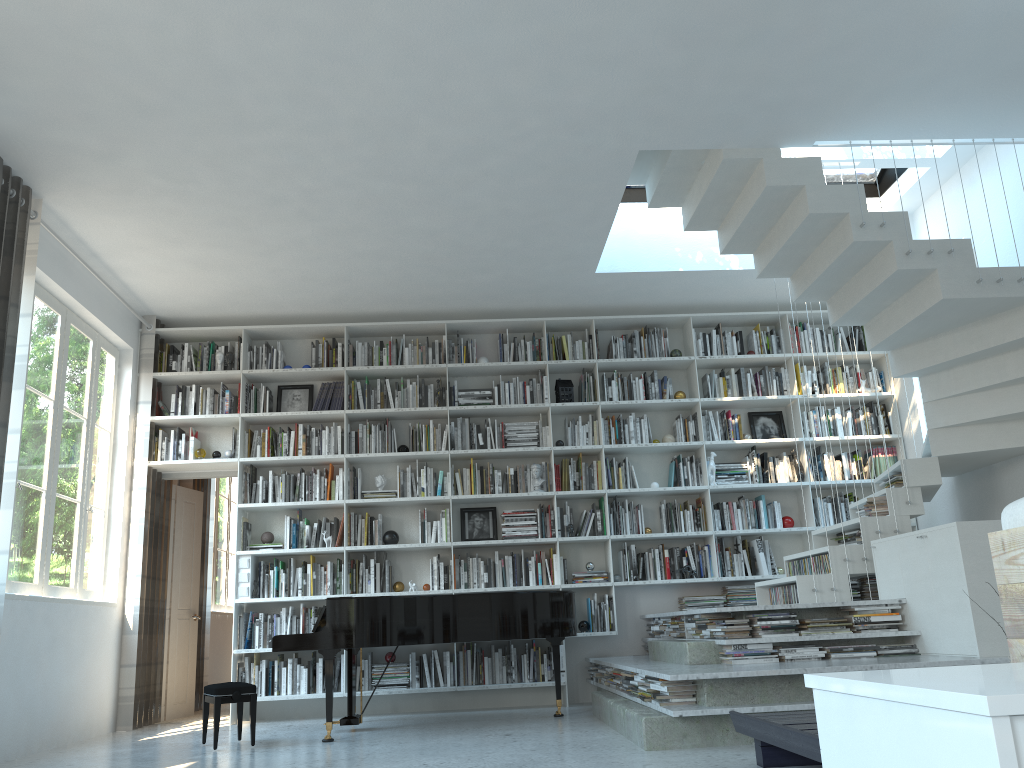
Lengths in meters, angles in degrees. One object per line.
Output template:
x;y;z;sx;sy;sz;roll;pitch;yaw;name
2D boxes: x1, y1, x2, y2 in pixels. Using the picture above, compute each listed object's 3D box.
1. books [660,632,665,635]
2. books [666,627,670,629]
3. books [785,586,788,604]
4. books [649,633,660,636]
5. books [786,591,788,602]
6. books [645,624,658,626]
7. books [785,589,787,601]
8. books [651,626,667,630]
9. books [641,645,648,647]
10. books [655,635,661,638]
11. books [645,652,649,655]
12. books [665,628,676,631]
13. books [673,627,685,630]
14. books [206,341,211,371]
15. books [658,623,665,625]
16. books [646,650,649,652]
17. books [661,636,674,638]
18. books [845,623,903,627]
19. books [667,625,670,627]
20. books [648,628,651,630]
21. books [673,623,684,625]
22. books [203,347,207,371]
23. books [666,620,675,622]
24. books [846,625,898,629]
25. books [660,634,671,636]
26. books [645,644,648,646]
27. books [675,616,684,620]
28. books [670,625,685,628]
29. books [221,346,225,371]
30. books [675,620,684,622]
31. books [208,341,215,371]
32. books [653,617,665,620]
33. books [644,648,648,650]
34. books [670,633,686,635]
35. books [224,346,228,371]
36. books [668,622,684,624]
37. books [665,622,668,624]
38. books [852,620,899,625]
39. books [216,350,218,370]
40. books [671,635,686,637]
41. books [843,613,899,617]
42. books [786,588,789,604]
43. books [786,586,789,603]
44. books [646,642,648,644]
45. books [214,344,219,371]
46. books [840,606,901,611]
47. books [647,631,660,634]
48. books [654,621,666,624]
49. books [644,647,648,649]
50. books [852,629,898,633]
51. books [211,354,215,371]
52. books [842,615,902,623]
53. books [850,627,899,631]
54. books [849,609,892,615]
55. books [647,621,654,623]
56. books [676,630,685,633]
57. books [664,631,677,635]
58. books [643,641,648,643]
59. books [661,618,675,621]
1.216;1.900;6.759;0.131;0.021;0.241;-2;-16;-2;books
1.224;1.775;6.477;0.150;0.013;0.216;-2;-16;-3;books
1.923;1.432;6.016;0.125;0.125;0.007;-2;-15;-3;books
1.187;1.984;7.038;0.163;0.017;0.233;-2;-16;-2;books
1.924;1.430;6.009;0.125;0.125;0.007;-2;-15;-3;books
1.172;1.915;7.056;0.171;0.015;0.253;0;-16;-8;books
1.923;1.434;6.024;0.125;0.125;0.008;-2;-15;-3;books
1.184;1.860;6.768;0.189;0.030;0.238;-1;-16;-6;books
1.143;2.078;7.046;0.184;0.006;0.263;-2;-16;-2;books
1.199;1.919;6.753;0.173;0.016;0.234;-2;-16;-4;books
1.157;2.136;7.032;0.163;0.019;0.188;-2;-16;-4;books
1.221;1.790;6.473;0.154;0.018;0.221;-2;-16;-4;books
1.231;1.708;6.196;0.159;0.018;0.203;-1;-16;-5;books
-2.553;-0.194;7.487;0.014;0.303;0.146;-2;-15;-3;books
1.200;1.833;6.777;0.143;0.012;0.264;-3;-16;1;books
1.166;2.115;7.038;0.147;0.014;0.293;-2;-16;-3;books
1.208;1.839;6.459;0.183;0.012;0.297;-2;-16;-4;books
2.090;1.396;5.143;0.281;0.008;0.181;-3;-16;1;books
1.221;1.763;6.480;0.144;0.013;0.221;-3;-16;-1;books
1.187;1.944;7.049;0.156;0.009;0.288;-1;-16;-5;books
1.224;1.678;6.204;0.161;0.012;0.255;-3;-16;0;books
-2.575;-0.167;7.493;0.030;0.257;0.130;-2;-15;-3;books
1.217;1.733;6.488;0.149;0.013;0.220;-3;-16;-1;books
2.089;1.415;5.164;0.262;0.016;0.132;0;-16;-8;books
1.203;1.827;6.462;0.190;0.012;0.236;-1;-16;-5;books
1.150;2.070;7.049;0.159;0.009;0.211;-3;-16;0;books
1.230;1.637;6.215;0.139;0.028;0.262;-3;-16;1;books
1.222;1.692;6.200;0.179;0.017;0.294;-2;-16;-2;books
-2.423;-0.173;7.490;0.021;0.252;0.179;-2;-15;-3;books
1.242;1.657;6.211;0.128;0.013;0.297;-1;-16;-5;books
-2.533;-0.197;7.500;0.029;0.313;0.129;-2;-15;-3;books
1.188;1.794;6.786;0.171;0.020;0.194;0;-16;-8;books
1.154;2.103;7.040;0.170;0.012;0.215;-2;-16;-3;books
1.223;1.740;6.187;0.178;0.014;0.248;-1;-16;-5;books
-2.399;-0.178;7.490;0.027;0.258;0.147;-2;-15;-3;books
1.217;1.668;6.206;0.187;0.009;0.262;-2;-16;-4;books
1.218;1.744;6.485;0.160;0.010;0.180;-2;-16;-3;books
2.088;1.391;5.165;0.268;0.014;0.160;-2;-16;-4;books
-2.469;-0.158;7.487;0.021;0.225;0.157;-2;-15;-3;books
1.217;1.752;6.184;0.182;0.011;0.254;-3;-16;0;books
2.087;1.345;5.160;0.261;0.012;0.180;-3;-16;0;books
1.924;1.428;6.002;0.125;0.125;0.007;-2;-15;-3;books
1.924;1.425;5.994;0.125;0.125;0.010;-2;-15;-3;books
1.152;2.058;7.052;0.152;0.015;0.208;-3;-16;1;books
-2.487;-0.181;7.494;0.013;0.274;0.159;-2;-15;-3;books
2.085;1.309;5.166;0.285;0.013;0.181;0;-16;-8;books
1.177;1.968;7.042;0.175;0.017;0.266;-3;-16;-1;books
1.198;1.819;6.780;0.163;0.018;0.290;-2;-16;-4;books
1.156;2.091;7.044;0.159;0.012;0.279;-2;-16;-4;books
2.091;1.432;5.144;0.220;0.011;0.178;-1;-16;-5;books
-2.503;-0.140;7.475;0.024;0.187;0.160;-2;-15;-3;books
2.088;1.368;5.162;0.284;0.030;0.177;-2;-16;-2;books
2.090;1.425;5.155;0.259;0.009;0.153;-1;-16;-6;books
2.086;1.330;5.172;0.192;0.024;0.168;-3;-16;1;books
1.182;1.894;7.062;0.159;0.011;0.247;-1;-16;-6;books
1.244;1.725;6.192;0.138;0.017;0.238;-2;-16;-4;books
1.211;1.810;6.467;0.164;0.023;0.243;-3;-16;0;books
1.145;2.047;7.055;0.174;0.009;0.240;-2;-16;-2;books
1.204;1.720;6.491;0.165;0.015;0.243;0;-16;-8;books
